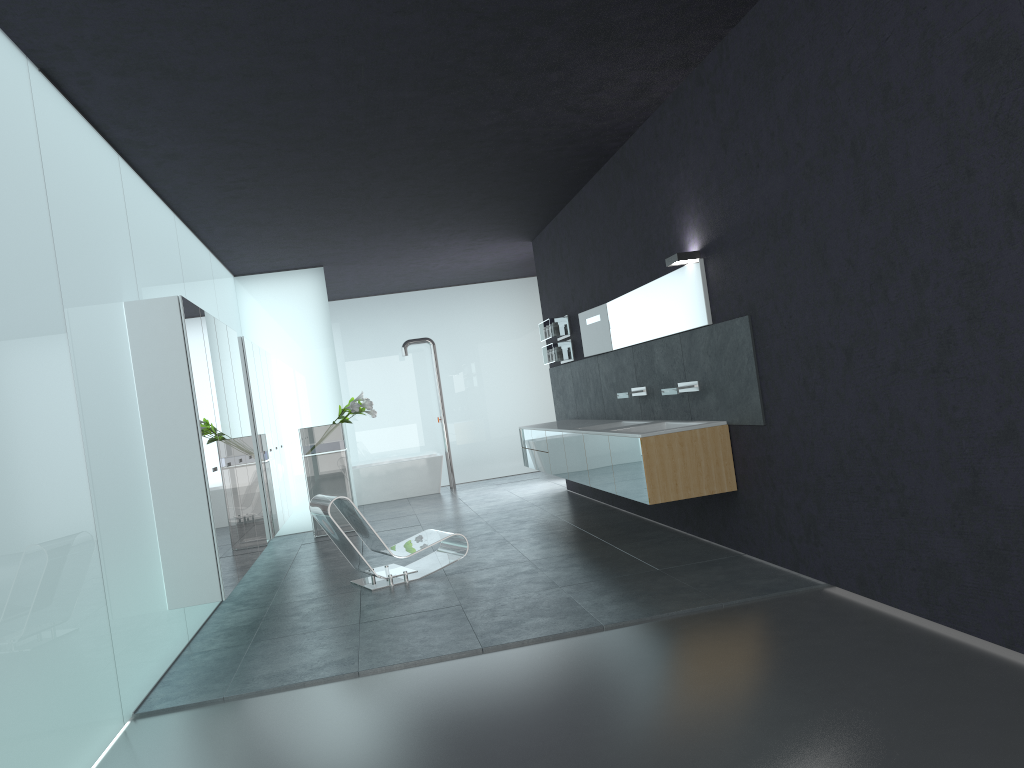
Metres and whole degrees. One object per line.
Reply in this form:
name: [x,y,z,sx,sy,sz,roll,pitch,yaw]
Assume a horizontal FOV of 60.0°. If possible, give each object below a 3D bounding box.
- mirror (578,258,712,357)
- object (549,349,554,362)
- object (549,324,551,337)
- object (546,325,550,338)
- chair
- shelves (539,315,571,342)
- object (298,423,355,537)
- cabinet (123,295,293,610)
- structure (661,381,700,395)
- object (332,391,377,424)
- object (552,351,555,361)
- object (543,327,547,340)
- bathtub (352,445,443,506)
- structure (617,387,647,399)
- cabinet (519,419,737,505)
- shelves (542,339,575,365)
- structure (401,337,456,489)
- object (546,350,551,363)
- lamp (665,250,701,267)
mirror: [1.237,-0.669,8.921,0.109,0.532,3.724,-8,-1,-11]
object: [0.570,-0.392,12.201,0.096,0.184,0.067,-8,0,-1]
object: [0.554,-0.723,12.013,0.096,0.184,0.068,-8,0,-11]
object: [0.524,-0.716,12.199,0.096,0.184,0.067,-8,0,-1]
chair: [-1.130,1.369,8.207,1.259,0.871,0.630,-8,0,-28]
shelves: [0.579,-0.748,12.141,0.265,0.285,0.770,-8,-1,-10]
object: [-2.552,1.317,12.349,0.584,1.491,0.575,-8,0,-9]
cabinet: [-2.895,0.597,9.292,0.398,2.215,6.007,-8,-1,-10]
structure: [1.455,0.038,7.730,0.186,0.088,0.482,-8,-1,-9]
object: [-2.366,0.513,12.239,1.023,0.779,0.975,-8,0,-17]
object: [0.600,-0.399,12.015,0.096,0.184,0.068,-8,0,-11]
object: [0.489,-0.708,12.410,0.096,0.184,0.068,-8,0,-18]
bathtub: [-2.232,1.649,16.085,1.976,0.859,0.961,-8,0,-9]
structure: [1.226,0.090,9.130,0.186,0.088,0.482,-8,-1,-9]
cabinet: [0.941,0.723,9.740,0.734,0.556,5.585,-8,-1,-10]
shelves: [0.625,-0.423,12.144,0.265,0.285,0.770,-8,-1,-10]
structure: [-1.527,0.588,16.215,0.642,2.872,0.123,-8,0,-10]
object: [0.535,-0.384,12.413,0.096,0.184,0.068,-8,0,-18]
lamp: [1.397,-1.025,7.256,0.198,0.066,0.277,-8,-1,-9]
